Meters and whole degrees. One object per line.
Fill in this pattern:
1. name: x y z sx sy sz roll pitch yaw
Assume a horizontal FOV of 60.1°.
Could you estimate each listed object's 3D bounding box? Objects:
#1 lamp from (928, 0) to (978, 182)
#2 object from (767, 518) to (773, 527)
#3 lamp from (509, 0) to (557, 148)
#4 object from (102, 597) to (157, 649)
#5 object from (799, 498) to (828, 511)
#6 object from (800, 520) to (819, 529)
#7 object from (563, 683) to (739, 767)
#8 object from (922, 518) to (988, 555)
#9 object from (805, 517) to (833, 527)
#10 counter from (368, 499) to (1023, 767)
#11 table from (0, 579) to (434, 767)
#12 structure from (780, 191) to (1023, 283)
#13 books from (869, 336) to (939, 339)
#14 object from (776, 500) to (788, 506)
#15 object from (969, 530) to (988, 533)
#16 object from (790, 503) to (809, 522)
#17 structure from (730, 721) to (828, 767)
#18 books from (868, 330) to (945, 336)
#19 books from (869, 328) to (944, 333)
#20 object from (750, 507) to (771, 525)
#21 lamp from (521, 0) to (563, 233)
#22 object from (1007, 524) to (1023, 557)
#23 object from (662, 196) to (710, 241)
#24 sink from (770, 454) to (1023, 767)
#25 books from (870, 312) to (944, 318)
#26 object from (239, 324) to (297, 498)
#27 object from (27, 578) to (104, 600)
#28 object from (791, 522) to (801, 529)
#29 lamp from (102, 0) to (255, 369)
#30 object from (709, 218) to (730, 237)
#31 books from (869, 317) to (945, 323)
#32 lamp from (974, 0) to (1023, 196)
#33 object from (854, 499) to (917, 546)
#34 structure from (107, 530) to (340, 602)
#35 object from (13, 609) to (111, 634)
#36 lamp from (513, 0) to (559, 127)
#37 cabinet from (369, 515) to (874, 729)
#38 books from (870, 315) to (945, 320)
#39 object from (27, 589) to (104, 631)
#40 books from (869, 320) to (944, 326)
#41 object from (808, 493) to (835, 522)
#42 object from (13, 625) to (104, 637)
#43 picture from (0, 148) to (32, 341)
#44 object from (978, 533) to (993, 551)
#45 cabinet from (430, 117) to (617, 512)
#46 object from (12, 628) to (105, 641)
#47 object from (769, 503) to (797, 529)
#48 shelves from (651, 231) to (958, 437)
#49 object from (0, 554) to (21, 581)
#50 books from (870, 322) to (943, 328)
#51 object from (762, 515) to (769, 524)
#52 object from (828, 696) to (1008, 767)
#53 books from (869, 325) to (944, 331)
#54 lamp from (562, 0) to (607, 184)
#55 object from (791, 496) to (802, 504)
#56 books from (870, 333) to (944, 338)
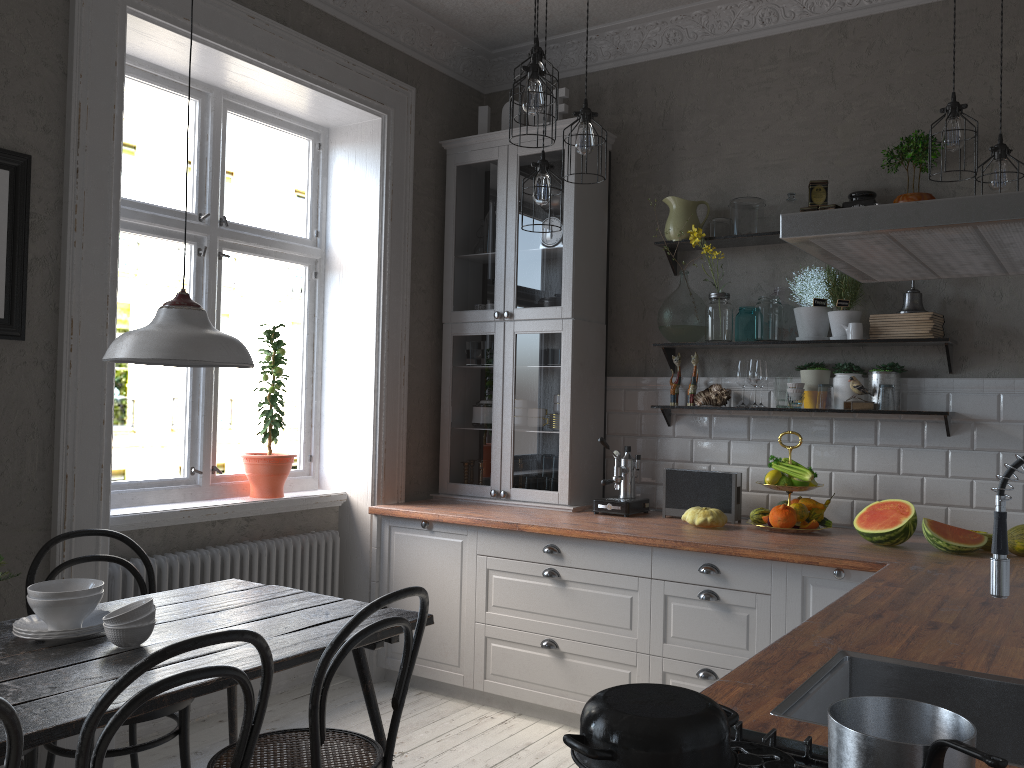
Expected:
1. lamp: 1.483 -1.554 2.959 0.149 1.735 0.144 2 -1 -25
2. object: 1.138 0.587 3.821 0.069 0.076 0.232 1 -1 16
3. lamp: 0.085 -1.641 2.853 0.148 1.735 0.145 2 -1 -10
4. object: -0.976 0.608 2.259 0.130 0.119 0.122 2 -2 -41
5. object: 1.281 0.514 3.761 0.125 0.056 0.060 1 -1 25
6. object: 1.237 0.585 3.689 0.068 0.051 0.089 2 -1 -9
7. object: 0.161 0.434 1.009 0.188 0.147 0.195 1 -1 13
8. object: 1.624 0.560 3.242 0.222 0.127 0.150 1 -1 16
9. object: 1.293 0.579 3.802 0.054 0.044 0.214 2 -1 -18
10. counter: 0.159 0.594 2.753 3.100 0.039 3.457 1 -1 33
11. table: -1.155 1.026 2.093 0.887 0.735 1.957 1 -1 34
12. structure: 1.058 -1.077 1.929 0.699 1.596 0.726 1 -2 33
13. books: 1.670 -0.189 3.753 0.256 0.011 0.161 0 -2 36
14. object: 1.218 0.543 3.860 0.157 0.076 0.077 2 -1 -31
15. object: 1.760 0.598 3.482 0.195 0.067 0.105 0 -2 40
16. object: 1.202 0.539 3.723 0.089 0.078 0.087 2 -1 -30
17. structure: 0.303 0.529 1.087 0.486 0.031 0.617 0 -1 33
18. books: 1.670 -0.211 3.753 0.161 0.016 0.255 2 -2 -44
19. books: 1.671 -0.222 3.754 0.255 0.016 0.161 0 -2 42
20. object: 1.105 0.574 3.868 0.154 0.072 0.075 2 -1 -28
21. lamp: 0.126 -1.424 3.204 0.147 1.735 0.146 1 -1 0
22. object: 1.888 0.569 3.223 0.204 0.119 0.132 1 -1 -4
23. object: 0.826 -0.784 4.247 0.177 0.216 0.186 3 -2 -43
24. sink: 0.789 0.458 1.561 0.518 0.720 0.495 1 -2 33
25. books: 1.672 -0.287 3.755 0.255 0.011 0.161 0 -2 39
26. object: -1.135 0.121 4.151 0.265 0.813 0.255 2 -1 -29
27. object: -1.178 0.578 2.339 0.177 0.094 0.182 1 -1 24
28. object: 1.182 0.591 3.731 0.070 0.065 0.070 2 -2 -36
29. lamp: -0.873 -0.978 2.412 0.371 1.858 0.387 0 -2 41
30. object: 0.990 -0.727 4.209 0.101 0.111 0.105 1 -1 33
31. books: 1.672 -0.265 3.755 0.161 0.016 0.255 2 -2 -44
32. lamp: 1.662 -1.426 3.001 0.146 1.735 0.147 1 -1 5
33. object: 1.440 0.536 3.423 0.222 0.174 0.231 2 -2 -35
34. structure: -1.204 0.909 3.866 0.146 0.428 1.246 1 -1 32
35. object: -1.179 0.634 2.338 0.242 0.027 0.232 2 -1 -34
36. lamp: 0.099 -1.767 3.041 0.145 1.735 0.149 1 -1 20
37. cabinet: 0.605 1.012 2.628 2.003 0.854 4.162 2 -1 -10
38. books: 1.672 -0.276 3.755 0.255 0.016 0.161 0 -2 42
39. object: -1.179 0.598 2.338 0.177 0.094 0.182 1 -1 24
40. books: 1.671 -0.255 3.754 0.255 0.011 0.161 0 -2 39
41. object: 1.299 0.520 3.740 0.128 0.120 0.060 2 -1 -33
42. object: -1.179 0.642 2.337 0.237 0.027 0.237 1 -1 1
43. picture: -1.756 -0.460 2.724 0.019 0.619 0.531 1 -2 34
44. object: 1.803 0.593 3.337 0.201 0.073 0.120 1 -1 -4
45. cabinet: 0.060 -0.321 4.623 0.862 1.921 0.395 1 -2 33
46. object: -1.179 0.652 2.337 0.242 0.027 0.232 2 -2 -39
47. object: 1.126 0.548 3.681 0.113 0.111 0.111 1 -1 1
48. shelves: 1.279 -0.215 3.999 1.291 0.923 0.233 1 -2 33
49. object: -1.153 0.446 1.777 0.306 0.414 0.256 1 -1 32
50. books: 1.671 -0.244 3.754 0.256 0.011 0.161 0 -2 36
51. object: 1.117 0.577 3.816 0.089 0.057 0.084 2 -1 -25
52. object: 0.513 0.451 1.059 0.177 0.134 0.299 2 -1 -22
53. books: 1.671 -0.233 3.754 0.255 0.011 0.161 0 -2 39
54. lamp: 0.272 -1.581 3.111 0.145 1.735 0.149 1 -1 20
55. object: 1.240 0.532 3.838 0.084 0.093 0.088 1 -1 29
56. books: 1.670 -0.201 3.753 0.255 0.011 0.161 0 -2 39
